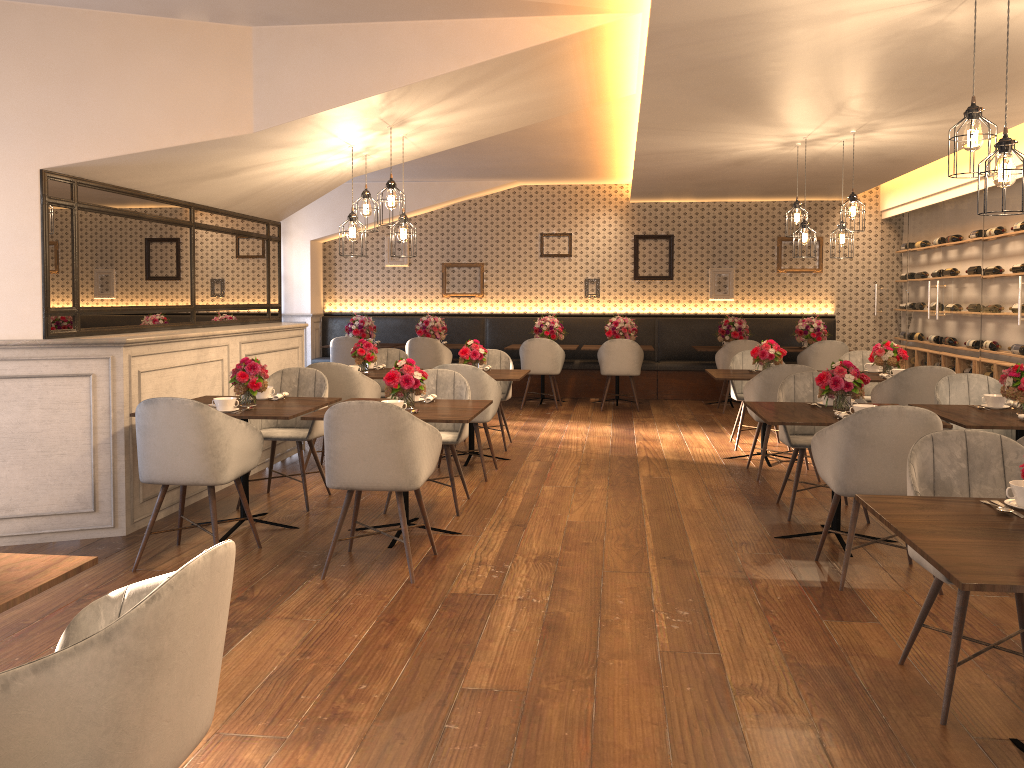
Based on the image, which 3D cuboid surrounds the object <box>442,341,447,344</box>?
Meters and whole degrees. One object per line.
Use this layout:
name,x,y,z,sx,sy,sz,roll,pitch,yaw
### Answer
object,-0.909,-0.553,11.909,0.056,0.039,0.176,1,5,7

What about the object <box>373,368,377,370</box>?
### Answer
object,-1.185,-0.142,7.770,0.025,0.024,0.193,1,6,7

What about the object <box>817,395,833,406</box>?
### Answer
object,1.876,0.089,5.217,0.148,0.072,0.149,-1,5,-16

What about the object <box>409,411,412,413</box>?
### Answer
object,-0.562,0.161,4.782,0.022,0.004,0.211,1,6,7

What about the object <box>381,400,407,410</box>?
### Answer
object,-0.642,0.128,4.764,0.148,0.072,0.148,-2,5,-25

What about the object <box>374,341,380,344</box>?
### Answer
object,-1.830,-0.566,12.021,0.056,0.039,0.176,1,5,7

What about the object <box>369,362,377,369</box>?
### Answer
object,-1.263,-0.168,7.788,0.148,0.072,0.148,-2,5,-25

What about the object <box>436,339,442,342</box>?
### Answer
object,-1.023,-0.572,11.922,0.148,0.072,0.148,-3,6,-35

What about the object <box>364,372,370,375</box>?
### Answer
object,-1.194,-0.081,7.188,0.043,0.015,0.198,1,6,11

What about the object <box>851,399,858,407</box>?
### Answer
object,1.989,0.108,5.204,0.056,0.039,0.176,1,5,7

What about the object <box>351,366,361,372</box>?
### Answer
object,-1.301,-0.109,7.180,0.148,0.072,0.148,-2,5,-25

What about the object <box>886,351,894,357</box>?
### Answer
object,3.050,-0.246,7.180,0.048,0.052,0.076,-1,5,-14

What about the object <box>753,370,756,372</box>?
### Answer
object,2.094,-0.114,7.661,0.022,0.004,0.211,1,6,7

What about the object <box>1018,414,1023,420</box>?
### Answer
object,2.637,0.177,4.512,0.056,0.039,0.176,1,5,7

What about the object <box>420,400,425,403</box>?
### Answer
object,-0.527,0.095,5.354,0.025,0.024,0.193,1,6,7

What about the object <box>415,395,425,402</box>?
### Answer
object,-0.604,0.069,5.372,0.148,0.072,0.148,-2,5,-25

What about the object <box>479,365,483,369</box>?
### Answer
object,-0.325,-0.155,7.674,0.148,0.072,0.148,-2,5,-25

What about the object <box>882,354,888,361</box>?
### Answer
object,3.028,-0.217,7.196,0.049,0.052,0.078,1,5,17

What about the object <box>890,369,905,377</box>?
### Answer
object,3.049,-0.078,6.957,0.148,0.072,0.149,-1,5,-16

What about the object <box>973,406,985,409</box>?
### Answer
object,2.681,0.131,5.101,0.043,0.015,0.198,1,6,11

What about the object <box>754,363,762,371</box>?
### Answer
object,2.175,-0.150,7.676,0.148,0.072,0.149,-1,5,-16

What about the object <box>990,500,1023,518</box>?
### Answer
object,1.485,0.374,2.648,0.022,0.004,0.211,1,6,7

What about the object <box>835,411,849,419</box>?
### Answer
object,1.725,0.164,4.623,0.056,0.039,0.176,1,5,7

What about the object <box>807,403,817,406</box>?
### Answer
object,1.761,0.118,5.212,0.043,0.015,0.198,0,6,3

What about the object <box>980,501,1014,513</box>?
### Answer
object,1.451,0.367,2.659,0.043,0.015,0.198,0,6,3

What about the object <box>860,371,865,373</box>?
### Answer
object,2.980,-0.109,7.560,0.043,0.015,0.198,1,6,11

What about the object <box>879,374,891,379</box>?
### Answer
object,2.936,-0.063,6.971,0.056,0.039,0.176,1,5,7

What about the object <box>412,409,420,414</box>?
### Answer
object,-0.535,0.157,4.771,0.043,0.015,0.198,1,6,11

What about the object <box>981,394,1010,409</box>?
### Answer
object,2.788,0.102,5.106,0.148,0.072,0.149,-1,5,-16

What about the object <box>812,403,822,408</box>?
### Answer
object,1.795,0.125,5.201,0.022,0.004,0.211,1,6,7

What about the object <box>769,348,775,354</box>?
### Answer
object,2.135,-0.270,7.322,0.045,0.052,0.077,-2,5,-31

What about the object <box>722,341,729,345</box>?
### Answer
object,2.799,-0.518,11.459,0.148,0.072,0.148,-3,6,-35

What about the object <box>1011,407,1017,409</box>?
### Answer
object,2.866,0.128,5.088,0.025,0.024,0.193,1,6,7

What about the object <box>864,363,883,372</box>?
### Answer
object,3.087,-0.138,7.565,0.148,0.072,0.149,-1,5,-16

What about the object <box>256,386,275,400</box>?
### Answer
object,-1.543,0.056,5.486,0.148,0.072,0.148,-2,5,-25

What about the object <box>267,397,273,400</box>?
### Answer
object,-1.465,0.082,5.468,0.025,0.024,0.193,1,6,7

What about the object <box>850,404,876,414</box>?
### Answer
object,1.838,0.149,4.609,0.148,0.072,0.149,-1,5,-16

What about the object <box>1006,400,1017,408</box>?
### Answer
object,2.901,0.120,5.093,0.056,0.039,0.176,1,5,7

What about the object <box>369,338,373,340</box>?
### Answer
object,-1.943,-0.584,12.034,0.148,0.072,0.148,-3,6,-35

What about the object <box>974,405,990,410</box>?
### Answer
object,2.708,0.138,5.091,0.022,0.004,0.211,1,6,7

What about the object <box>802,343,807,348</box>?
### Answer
object,3.793,-0.505,11.338,0.148,0.072,0.148,-4,7,-40
